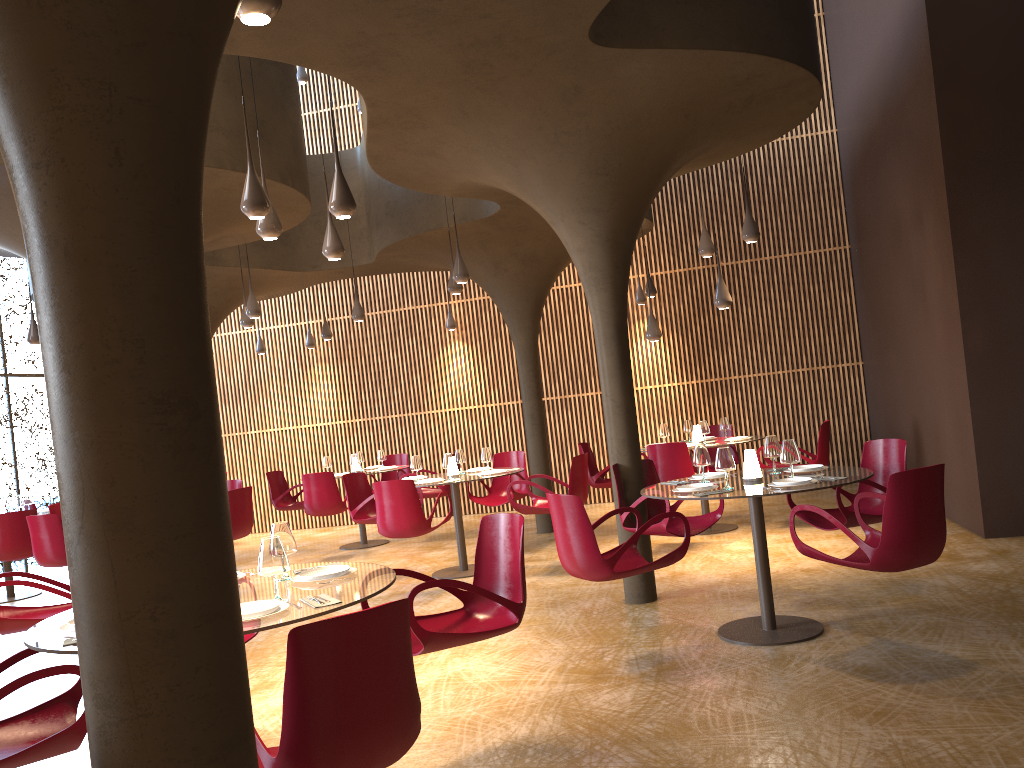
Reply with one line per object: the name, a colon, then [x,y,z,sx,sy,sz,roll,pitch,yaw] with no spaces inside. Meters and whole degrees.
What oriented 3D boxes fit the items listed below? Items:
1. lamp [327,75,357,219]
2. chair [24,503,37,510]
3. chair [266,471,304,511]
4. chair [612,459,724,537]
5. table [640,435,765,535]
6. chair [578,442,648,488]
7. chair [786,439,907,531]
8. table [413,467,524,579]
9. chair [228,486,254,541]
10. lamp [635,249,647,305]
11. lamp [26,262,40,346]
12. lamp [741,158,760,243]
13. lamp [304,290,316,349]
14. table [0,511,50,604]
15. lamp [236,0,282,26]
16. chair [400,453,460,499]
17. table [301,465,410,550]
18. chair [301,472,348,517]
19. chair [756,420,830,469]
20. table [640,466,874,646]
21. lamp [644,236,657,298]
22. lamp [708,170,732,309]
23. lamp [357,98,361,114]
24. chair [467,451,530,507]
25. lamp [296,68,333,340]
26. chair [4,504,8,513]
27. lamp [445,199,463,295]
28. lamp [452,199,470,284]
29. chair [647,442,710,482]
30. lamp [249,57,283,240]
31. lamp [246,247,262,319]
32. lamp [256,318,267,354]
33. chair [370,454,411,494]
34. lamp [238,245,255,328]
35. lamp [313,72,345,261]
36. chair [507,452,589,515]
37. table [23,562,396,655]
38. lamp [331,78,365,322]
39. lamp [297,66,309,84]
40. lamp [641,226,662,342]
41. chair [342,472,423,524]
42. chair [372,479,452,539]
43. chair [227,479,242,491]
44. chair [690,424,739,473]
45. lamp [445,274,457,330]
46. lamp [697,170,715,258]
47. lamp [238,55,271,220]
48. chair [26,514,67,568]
lamp: [-1.528,-4.281,6.173,0.196,6.277,0.196,-6,0,-3]
chair: [-7.290,2.098,14.147,0.871,0.636,0.626,-6,-1,-43]
chair: [-3.368,1.646,13.821,0.873,0.636,0.624,-7,-1,17]
chair: [1.292,0.978,7.638,0.624,0.636,0.874,-6,-1,-31]
table: [2.466,1.323,11.444,1.674,1.130,1.670,-7,-1,32]
chair: [1.348,1.068,11.863,0.873,0.636,0.624,-7,-1,18]
chair: [2.727,0.802,7.056,0.872,0.636,0.625,-6,-1,-21]
table: [-0.623,1.650,10.418,1.674,1.130,1.670,-7,-1,31]
chair: [-3.547,1.597,10.743,0.873,0.636,0.624,-7,-1,22]
lamp: [1.834,-4.462,14.958,0.196,6.277,0.195,-6,0,37]
lamp: [-6.403,-3.613,11.251,0.195,6.277,0.196,-7,0,-33]
lamp: [2.197,-4.629,9.423,0.195,6.277,0.196,-7,0,-33]
lamp: [-4.027,-3.769,16.193,0.196,6.277,0.195,-6,0,37]
table: [-7.021,2.418,12.313,1.670,1.130,1.675,-6,-1,-36]
lamp: [-0.936,-1.669,3.077,0.195,0.813,0.196,-7,0,-33]
chair: [-1.183,1.387,13.311,0.873,0.636,0.624,-7,-1,12]
table: [-2.329,1.916,13.618,1.674,1.130,1.671,-7,-1,21]
chair: [-2.587,1.527,12.477,0.625,0.636,0.872,-7,-1,7]
chair: [3.484,0.804,10.899,0.873,0.636,0.624,-7,-1,23]
table: [1.860,1.282,6.607,1.670,1.130,1.674,-6,-1,-20]
lamp: [1.838,-4.485,13.931,0.196,6.277,0.195,-6,0,27]
lamp: [1.921,-3.928,9.507,0.195,6.277,0.196,-7,0,-33]
lamp: [-2.793,-5.956,15.860,0.196,2.224,0.196,-6,0,-3]
chair: [-0.136,1.227,11.489,0.625,0.636,0.872,-7,-1,22]
lamp: [-3.462,-3.862,14.916,0.196,6.277,0.195,-6,0,27]
chair: [-7.696,2.121,13.111,0.624,0.636,0.874,-6,-1,-33]
lamp: [-1.043,-4.228,10.923,0.195,6.277,0.196,-7,0,-43]
lamp: [-0.922,-4.262,10.029,0.195,6.277,0.196,-7,0,-43]
chair: [1.907,0.969,10.322,0.625,0.636,0.872,-7,-1,23]
lamp: [-2.155,-4.200,6.597,0.196,6.277,0.195,-6,0,37]
lamp: [-3.568,-3.939,11.050,0.195,6.277,0.196,-7,0,-43]
lamp: [-4.937,-3.666,16.210,0.196,6.277,0.195,-6,0,27]
chair: [-2.036,1.517,14.765,0.625,0.636,0.872,-7,-1,12]
lamp: [-3.916,-3.879,11.948,0.195,6.277,0.196,-7,0,-43]
lamp: [-1.899,-4.204,7.707,0.195,6.277,0.196,-7,0,-43]
chair: [0.452,1.125,9.908,0.873,0.636,0.624,-7,-1,22]
table: [-1.330,1.589,4.251,1.670,1.130,1.674,-6,-1,-27]
lamp: [-2.546,-4.017,12.696,0.196,6.277,0.195,-6,0,27]
lamp: [-3.471,-5.918,14.174,0.196,2.224,0.196,-6,0,-3]
lamp: [1.347,-3.628,10.567,0.195,6.277,0.196,-7,0,-33]
chair: [-1.611,1.378,10.792,0.873,0.636,0.624,-7,-1,27]
chair: [-1.074,1.284,9.332,0.625,0.636,0.872,-7,-1,17]
chair: [-4.135,1.699,12.324,0.625,0.636,0.872,-7,-1,22]
chair: [2.803,0.915,12.390,0.626,0.636,0.871,-7,-1,28]
lamp: [-1.422,-4.076,15.704,0.196,6.277,0.195,-6,0,27]
lamp: [1.890,-4.577,10.162,0.195,6.277,0.196,-7,0,-33]
lamp: [-2.056,-4.227,5.903,0.196,6.277,0.196,-6,0,-3]
chair: [-5.073,1.756,10.167,0.625,0.636,0.872,-7,-1,17]
